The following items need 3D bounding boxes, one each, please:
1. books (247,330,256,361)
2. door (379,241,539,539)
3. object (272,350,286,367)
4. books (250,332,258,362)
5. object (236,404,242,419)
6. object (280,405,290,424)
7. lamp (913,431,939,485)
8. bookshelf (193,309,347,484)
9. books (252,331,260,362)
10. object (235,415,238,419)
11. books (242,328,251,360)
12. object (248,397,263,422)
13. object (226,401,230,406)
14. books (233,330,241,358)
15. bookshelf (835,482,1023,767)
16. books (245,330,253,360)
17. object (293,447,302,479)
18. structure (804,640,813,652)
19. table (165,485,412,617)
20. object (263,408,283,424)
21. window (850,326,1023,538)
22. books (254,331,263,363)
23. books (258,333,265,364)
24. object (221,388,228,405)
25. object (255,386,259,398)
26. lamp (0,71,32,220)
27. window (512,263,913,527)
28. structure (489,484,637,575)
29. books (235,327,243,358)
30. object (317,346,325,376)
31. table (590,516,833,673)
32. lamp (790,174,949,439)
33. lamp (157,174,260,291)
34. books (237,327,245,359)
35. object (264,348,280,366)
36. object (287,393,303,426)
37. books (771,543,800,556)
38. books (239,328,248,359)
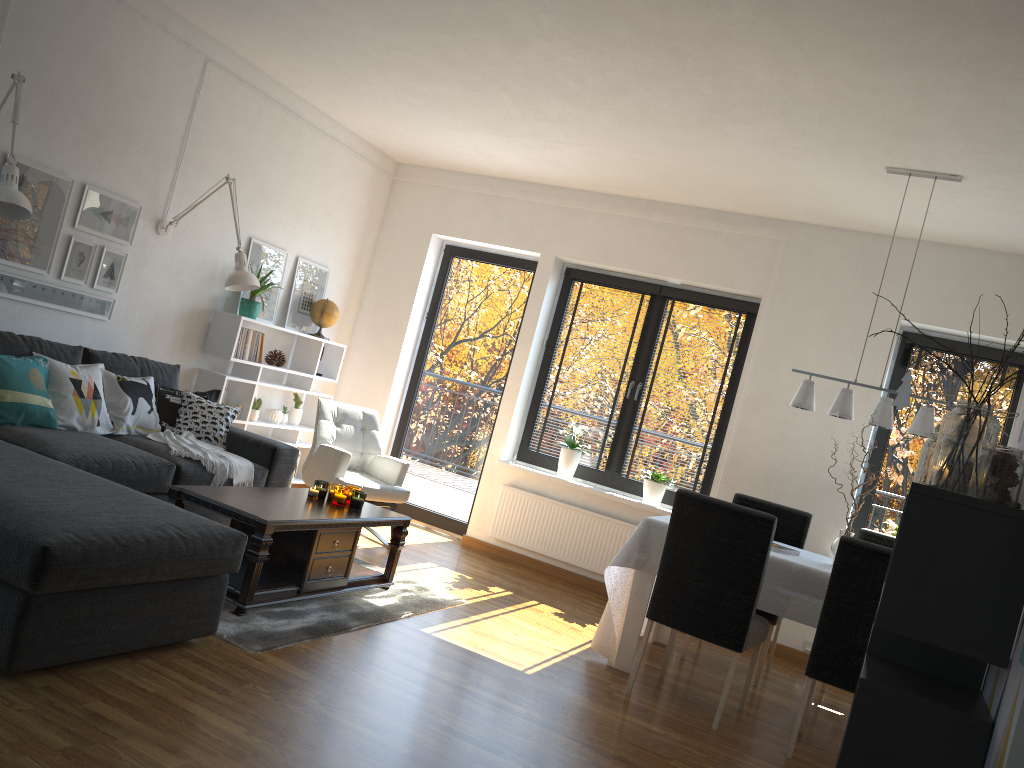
[{"bbox_3d":[-1.798,-0.268,5.964,0.132,0.209,0.044,15,0,24],"label":"books"},{"bbox_3d":[-0.413,0.030,7.055,0.975,2.275,0.120,15,0,25],"label":"door"},{"bbox_3d":[-1.659,-0.180,6.338,0.096,0.125,0.101,14,-1,40],"label":"object"},{"bbox_3d":[-1.791,-0.264,5.985,0.131,0.204,0.035,15,0,25],"label":"books"},{"bbox_3d":[-1.853,0.187,5.990,0.039,0.099,0.039,15,0,21],"label":"object"},{"bbox_3d":[-1.670,0.224,6.498,0.072,0.137,0.072,15,0,5],"label":"object"},{"bbox_3d":[0.974,0.179,2.007,0.098,0.131,0.106,15,-1,37],"label":"lamp"},{"bbox_3d":[-1.763,0.188,6.312,0.237,1.200,1.191,15,-1,25],"label":"bookshelf"},{"bbox_3d":[-1.782,-0.264,6.006,0.133,0.208,0.044,15,0,25],"label":"books"},{"bbox_3d":[-1.861,0.212,5.944,0.040,0.044,0.040,15,-1,-39],"label":"object"},{"bbox_3d":[-1.816,-0.275,5.911,0.133,0.210,0.044,15,0,25],"label":"books"},{"bbox_3d":[-1.776,0.170,6.099,0.087,0.173,0.088,15,0,40],"label":"object"},{"bbox_3d":[-1.924,0.163,5.980,0.062,0.108,0.062,15,0,25],"label":"object"},{"bbox_3d":[-1.855,-0.285,5.832,0.128,0.205,0.043,15,0,25],"label":"books"},{"bbox_3d":[0.980,0.872,2.244,0.237,1.200,1.191,15,-1,25],"label":"bookshelf"},{"bbox_3d":[-1.810,-0.272,5.939,0.134,0.208,0.048,15,0,25],"label":"books"},{"bbox_3d":[-1.667,0.587,6.708,0.118,0.246,0.126,15,0,32],"label":"object"},{"bbox_3d":[2.533,1.641,5.286,1.455,0.459,0.078,14,0,26],"label":"structure"},{"bbox_3d":[-1.056,0.765,4.251,0.569,0.409,1.181,15,-1,25],"label":"table"},{"bbox_3d":[-1.717,0.229,6.365,0.134,0.097,0.132,15,-1,-5],"label":"object"},{"bbox_3d":[3.020,0.558,5.479,1.559,1.588,0.120,15,0,25],"label":"window"},{"bbox_3d":[-1.767,-0.259,6.039,0.127,0.211,0.061,15,0,25],"label":"books"},{"bbox_3d":[-1.751,-0.254,6.067,0.132,0.204,0.070,15,0,25],"label":"books"},{"bbox_3d":[-1.960,0.105,5.893,0.108,0.197,0.109,15,0,36],"label":"object"},{"bbox_3d":[-1.837,0.123,6.253,0.051,0.238,0.051,15,0,42],"label":"object"},{"bbox_3d":[-2.320,-1.093,3.982,0.697,0.670,0.201,14,0,34],"label":"lamp"},{"bbox_3d":[5.618,3.708,16.899,21.869,18.370,12.949,15,-1,-35],"label":"window"},{"bbox_3d":[0.514,1.123,6.238,1.455,0.459,0.078,14,0,23],"label":"structure"},{"bbox_3d":[-1.848,-0.281,5.854,0.136,0.210,0.033,15,0,25],"label":"books"},{"bbox_3d":[-1.466,-0.179,6.787,0.066,0.230,0.075,15,0,5],"label":"object"},{"bbox_3d":[1.452,1.262,4.487,1.854,0.763,1.237,14,-1,25],"label":"table"},{"bbox_3d":[1.916,-0.430,4.479,0.759,1.284,0.131,15,0,25],"label":"lamp"},{"bbox_3d":[-1.746,-0.918,5.286,0.697,0.670,0.200,15,0,15],"label":"lamp"},{"bbox_3d":[-1.839,-0.282,5.868,0.128,0.209,0.035,15,0,25],"label":"books"},{"bbox_3d":[-1.694,-0.192,6.265,0.103,0.127,0.094,15,0,-20],"label":"object"},{"bbox_3d":[-1.605,0.192,6.600,0.098,0.236,0.097,15,0,12],"label":"object"},{"bbox_3d":[1.302,0.820,4.527,0.205,0.022,0.277,16,-1,-39],"label":"books"},{"bbox_3d":[-1.831,-0.278,5.889,0.136,0.209,0.044,15,0,25],"label":"books"}]
